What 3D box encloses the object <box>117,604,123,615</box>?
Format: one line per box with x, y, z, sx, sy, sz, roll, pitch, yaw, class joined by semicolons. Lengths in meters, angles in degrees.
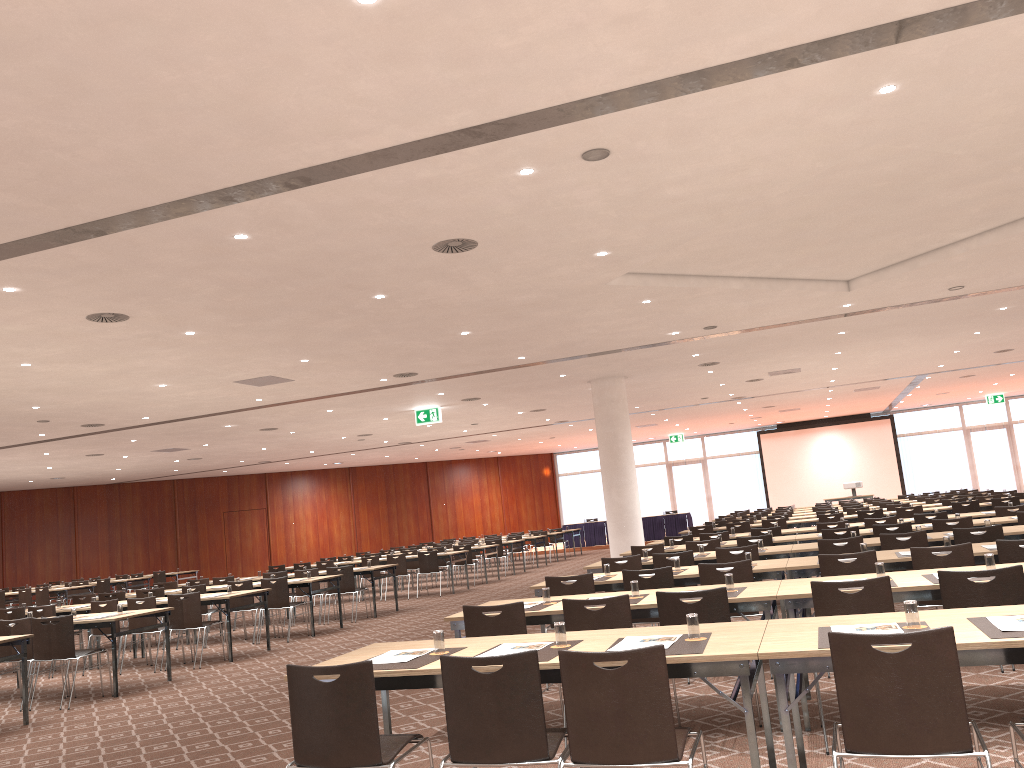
-4.468;2.569;10.105;0.054;0.114;0.054;-7;-8;7;object

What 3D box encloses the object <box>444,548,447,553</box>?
-1.432;3.573;19.044;0.054;0.114;0.054;-4;-8;-16;object

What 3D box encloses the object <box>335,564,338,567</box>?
-3.161;3.296;15.949;0.054;0.114;0.054;-7;-8;7;object

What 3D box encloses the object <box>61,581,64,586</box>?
-12.539;5.563;24.741;0.054;0.114;0.054;-4;-8;-16;object

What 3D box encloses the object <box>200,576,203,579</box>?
-5.894;3.711;16.845;0.054;0.114;0.054;0;-10;-38;object

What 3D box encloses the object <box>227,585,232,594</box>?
-3.816;2.777;11.973;0.054;0.114;0.054;-10;-9;29;object

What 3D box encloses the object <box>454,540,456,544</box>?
-1.640;4.531;25.393;0.054;0.114;0.054;-4;-8;-16;object

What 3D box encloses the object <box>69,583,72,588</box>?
-11.039;5.029;22.169;0.054;0.114;0.054;0;-10;-38;object

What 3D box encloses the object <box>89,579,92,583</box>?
-11.626;5.426;24.451;0.054;0.114;0.054;0;-10;-38;object

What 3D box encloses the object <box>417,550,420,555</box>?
-2.028;3.665;19.250;0.054;0.114;0.054;-4;-8;-16;object

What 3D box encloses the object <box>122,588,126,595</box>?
-6.540;3.498;14.947;0.054;0.114;0.054;-4;-8;-16;object

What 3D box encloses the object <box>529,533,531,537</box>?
0.505;4.207;24.699;0.054;0.114;0.054;-7;-8;7;object

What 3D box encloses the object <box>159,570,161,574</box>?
-10.378;5.548;26.152;0.054;0.114;0.054;-4;-8;-16;object

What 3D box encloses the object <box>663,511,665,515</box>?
5.279;4.492;30.857;0.054;0.114;0.054;-10;-9;29;object

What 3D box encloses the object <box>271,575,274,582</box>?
-3.799;3.084;14.067;0.054;0.114;0.054;-7;-8;7;object

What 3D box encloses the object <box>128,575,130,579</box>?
-10.400;5.242;24.066;0.054;0.114;0.054;0;-10;-38;object

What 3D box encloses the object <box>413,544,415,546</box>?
-2.859;4.716;25.789;0.054;0.114;0.054;-4;-8;-16;object

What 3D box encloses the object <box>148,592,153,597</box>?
-5.043;2.963;12.370;0.054;0.114;0.054;-10;-9;29;object

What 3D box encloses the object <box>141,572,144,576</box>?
-10.975;5.637;26.339;0.054;0.114;0.054;-4;-8;-16;object

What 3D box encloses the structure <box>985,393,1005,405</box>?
17.447;0.553;32.019;0.587;0.346;0.105;-9;-8;18;structure

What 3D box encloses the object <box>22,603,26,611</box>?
-7.188;3.287;13.065;0.054;0.114;0.054;0;-10;-38;object

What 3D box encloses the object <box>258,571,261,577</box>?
-4.684;3.527;16.451;0.054;0.114;0.054;0;-10;-38;object

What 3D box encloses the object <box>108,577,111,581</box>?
-11.011;5.333;24.253;0.054;0.114;0.054;0;-10;-38;object

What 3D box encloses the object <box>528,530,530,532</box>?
0.563;4.815;28.863;0.054;0.114;0.054;-7;-8;7;object

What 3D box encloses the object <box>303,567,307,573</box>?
-3.770;3.388;16.150;0.054;0.114;0.054;-7;-8;7;object

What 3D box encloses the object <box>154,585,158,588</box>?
-5.926;3.407;14.761;0.054;0.114;0.054;-4;-8;-16;object

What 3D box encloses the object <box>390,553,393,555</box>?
-2.641;3.759;19.452;0.054;0.114;0.054;-4;-8;-16;object

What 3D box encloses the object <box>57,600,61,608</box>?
-6.578;3.196;12.874;0.054;0.114;0.054;0;-10;-38;object

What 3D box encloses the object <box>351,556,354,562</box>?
-3.557;3.897;19.749;0.054;0.114;0.054;0;-10;-38;object

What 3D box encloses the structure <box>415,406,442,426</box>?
-1.840;0.705;19.511;0.587;0.346;0.105;-9;-8;18;structure

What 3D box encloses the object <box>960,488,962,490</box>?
12.639;2.987;24.945;0.054;0.114;0.054;-4;-8;-16;object

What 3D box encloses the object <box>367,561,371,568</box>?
-2.537;3.201;15.743;0.054;0.114;0.054;-7;-8;7;object

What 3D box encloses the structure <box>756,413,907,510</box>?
12.512;3.105;34.973;5.160;3.520;0.396;-9;-8;18;structure

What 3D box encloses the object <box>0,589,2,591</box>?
-13.183;5.353;22.864;0.054;0.114;0.054;-4;-8;-16;object

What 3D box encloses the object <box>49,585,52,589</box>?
-11.651;5.122;22.375;0.054;0.114;0.054;0;-10;-38;object

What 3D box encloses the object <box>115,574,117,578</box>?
-11.890;5.775;26.632;0.054;0.114;0.054;0;-10;-38;object

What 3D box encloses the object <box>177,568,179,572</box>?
-9.764;5.453;25.941;0.054;0.114;0.054;-4;-8;-16;object

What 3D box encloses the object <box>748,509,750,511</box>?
7.142;3.819;26.725;0.054;0.114;0.054;-4;-8;-16;object

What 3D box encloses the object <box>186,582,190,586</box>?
-5.320;3.314;14.555;0.054;0.114;0.054;-4;-8;-16;object

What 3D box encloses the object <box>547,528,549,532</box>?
1.174;4.723;28.666;0.054;0.114;0.054;-7;-8;7;object

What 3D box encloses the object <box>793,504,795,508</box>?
8.378;3.633;26.333;0.054;0.114;0.054;0;-10;-38;object

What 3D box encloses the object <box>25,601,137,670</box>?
-6.664;3.692;12.898;2.268;0.832;0.954;-9;-9;18;object

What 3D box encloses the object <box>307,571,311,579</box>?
-3.175;2.989;13.857;0.054;0.114;0.054;-7;-8;7;object

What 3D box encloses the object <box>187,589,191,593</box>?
-4.431;2.870;12.175;0.054;0.114;0.054;-10;-9;29;object

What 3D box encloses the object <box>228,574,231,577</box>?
-5.291;3.618;16.637;0.054;0.114;0.054;0;-10;-38;object

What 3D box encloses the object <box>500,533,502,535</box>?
-0.352;4.954;29.164;0.054;0.114;0.054;-4;-8;-16;object

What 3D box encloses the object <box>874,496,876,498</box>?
10.506;3.311;25.644;0.054;0.114;0.054;0;-10;-38;object

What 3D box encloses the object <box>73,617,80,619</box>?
-5.068;2.717;10.290;0.102;0.001;0.102;-7;-8;7;object

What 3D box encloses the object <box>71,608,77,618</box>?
-5.084;2.660;10.288;0.054;0.114;0.054;-7;-8;7;object

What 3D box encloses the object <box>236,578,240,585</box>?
-4.405;3.175;14.261;0.054;0.114;0.054;-7;-8;7;object

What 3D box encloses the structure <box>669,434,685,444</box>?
6.601;2.196;35.542;0.587;0.346;0.105;-9;-8;18;structure

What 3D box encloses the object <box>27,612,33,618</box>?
-5.698;2.752;10.484;0.054;0.114;0.054;-7;-8;7;object

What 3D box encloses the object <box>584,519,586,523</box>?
2.600;4.897;31.727;0.054;0.114;0.054;-10;-9;29;object

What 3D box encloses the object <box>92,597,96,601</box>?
-5.973;3.103;12.669;0.054;0.114;0.054;0;-10;-38;object

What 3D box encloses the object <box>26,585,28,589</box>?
-13.754;5.750;25.153;0.054;0.114;0.054;-4;-8;-16;object
